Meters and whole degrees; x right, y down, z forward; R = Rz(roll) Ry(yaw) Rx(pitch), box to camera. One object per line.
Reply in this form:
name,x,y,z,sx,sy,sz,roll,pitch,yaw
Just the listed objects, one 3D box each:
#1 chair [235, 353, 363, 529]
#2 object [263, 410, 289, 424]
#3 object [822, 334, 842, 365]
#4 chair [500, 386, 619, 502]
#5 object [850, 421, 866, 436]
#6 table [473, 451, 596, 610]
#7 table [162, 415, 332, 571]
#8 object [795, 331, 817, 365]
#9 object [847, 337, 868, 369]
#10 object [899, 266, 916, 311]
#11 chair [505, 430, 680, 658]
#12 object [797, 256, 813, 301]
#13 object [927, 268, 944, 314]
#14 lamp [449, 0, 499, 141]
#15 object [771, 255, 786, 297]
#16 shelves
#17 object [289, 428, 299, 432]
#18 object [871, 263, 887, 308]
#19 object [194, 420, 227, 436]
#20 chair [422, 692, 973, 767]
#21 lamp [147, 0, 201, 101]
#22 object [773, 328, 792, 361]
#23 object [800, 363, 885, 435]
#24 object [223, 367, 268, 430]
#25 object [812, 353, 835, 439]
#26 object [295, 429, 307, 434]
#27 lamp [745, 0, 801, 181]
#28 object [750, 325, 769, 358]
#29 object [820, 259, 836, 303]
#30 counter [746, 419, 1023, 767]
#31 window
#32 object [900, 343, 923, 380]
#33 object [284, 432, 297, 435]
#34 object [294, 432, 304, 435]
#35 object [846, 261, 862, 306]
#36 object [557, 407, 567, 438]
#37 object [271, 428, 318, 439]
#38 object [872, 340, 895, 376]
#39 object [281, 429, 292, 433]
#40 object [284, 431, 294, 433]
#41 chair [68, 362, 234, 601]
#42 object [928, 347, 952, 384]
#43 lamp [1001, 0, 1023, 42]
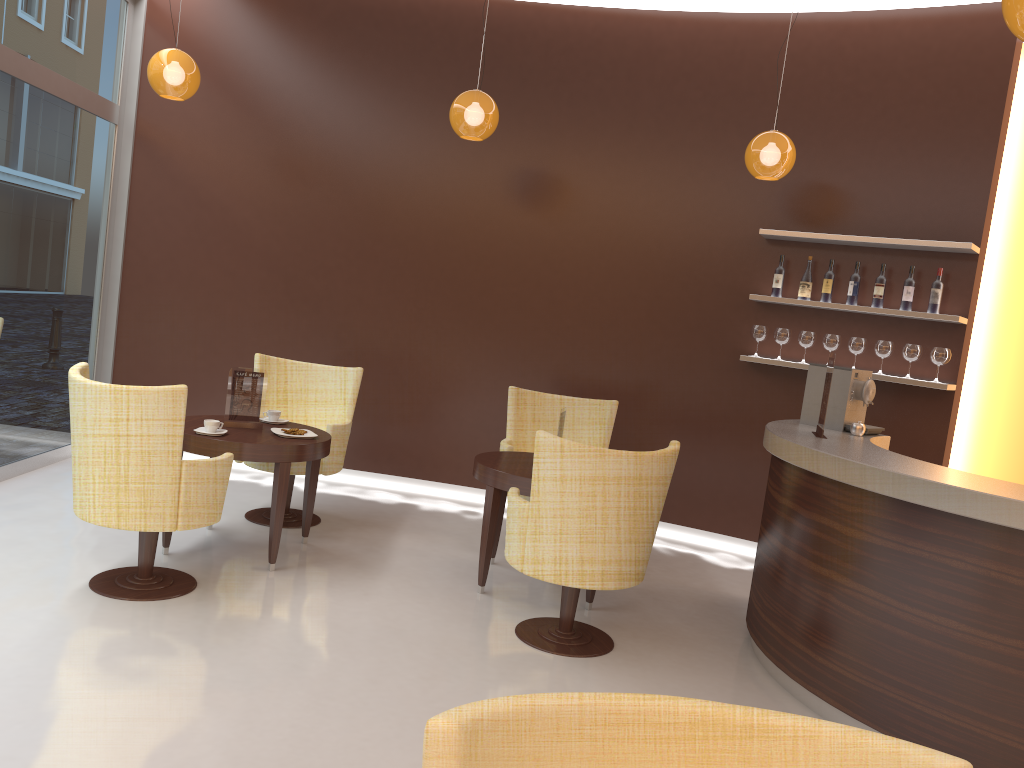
chair,-1.397,0.357,5.709,0.729,1.017,0.685,8,5,2
object,-1.399,0.193,5.215,0.153,0.069,0.153,9,5,21
object,2.136,-0.222,5.951,0.125,0.221,0.125,10,5,24
chair,0.260,0.571,5.754,0.729,1.017,0.685,8,5,6
object,1.816,0.233,4.655,0.075,0.077,0.075,4,6,-32
table,0.184,0.800,4.976,0.872,0.679,0.874,3,7,-44
table,-1.487,0.584,4.932,0.872,0.679,0.874,3,7,-44
object,1.997,-0.247,6.032,0.125,0.221,0.125,10,5,24
object,2.275,-0.196,5.869,0.125,0.221,0.125,10,5,24
object,2.548,-0.610,5.691,0.073,0.297,0.073,7,5,-4
chair,0.330,0.718,4.163,0.729,1.017,0.685,5,5,-23
object,2.008,-0.716,6.030,0.086,0.303,0.086,5,5,-22
object,2.681,-0.584,5.597,0.073,0.297,0.073,8,5,8
lamp,-0.146,-2.215,5.262,0.299,1.500,0.299,5,5,-23
object,1.839,-0.738,6.098,0.073,0.297,0.073,8,5,8
shelves,3.389,-0.254,4.633,0.586,0.902,4.744,3,7,-44
object,-1.214,0.256,4.931,0.054,0.018,0.051,7,5,-3
object,2.404,-0.637,5.787,0.073,0.297,0.073,8,5,8
object,-1.561,0.225,4.599,0.153,0.069,0.153,7,5,-1
chair,0.195,0.970,1.052,0.729,1.017,0.685,7,5,-4
lamp,-1.931,-2.446,5.225,0.299,1.500,0.299,4,6,-33
object,1.854,-0.272,6.109,0.125,0.221,0.125,10,5,24
object,1.851,0.083,4.899,0.373,0.340,0.270,12,7,44
object,-1.464,0.078,4.888,0.209,0.335,0.042,5,5,-26
object,1.556,0.051,4.396,0.052,0.414,0.258,9,5,13
object,-1.170,0.265,4.922,0.055,0.018,0.052,10,5,23
lamp,1.638,-1.984,5.300,0.299,1.500,0.299,5,5,-23
object,1.714,-0.297,6.178,0.125,0.221,0.125,10,5,24
object,2.130,-0.688,5.959,0.073,0.297,0.073,4,6,-32
counter,2.160,0.953,3.743,2.917,1.100,1.586,12,7,44
window,-3.040,-0.859,2.743,0.040,3.380,8.200,7,5,-1
object,2.555,-0.144,5.687,0.125,0.221,0.125,10,5,24
object,-1.208,0.269,4.834,0.054,0.018,0.051,3,7,-44
object,-1.168,0.272,4.856,0.055,0.014,0.053,6,5,-18
object,2.271,-0.662,5.874,0.073,0.297,0.073,8,5,8
object,0.266,0.301,4.936,0.042,0.335,0.209,9,5,13
object,-1.199,0.273,4.882,0.234,0.020,0.234,5,6,-30
object,2.414,-0.170,5.779,0.125,0.221,0.125,10,5,24
object,-1.235,0.256,4.853,0.055,0.016,0.052,7,5,-2
object,-1.227,0.266,4.885,0.054,0.018,0.051,6,5,-14
chair,-1.711,0.452,4.143,0.729,1.017,0.685,10,6,31
object,2.687,-0.118,5.583,0.125,0.221,0.125,10,5,24
lamp,1.665,-1.739,2.511,0.299,1.500,0.299,5,5,-23
